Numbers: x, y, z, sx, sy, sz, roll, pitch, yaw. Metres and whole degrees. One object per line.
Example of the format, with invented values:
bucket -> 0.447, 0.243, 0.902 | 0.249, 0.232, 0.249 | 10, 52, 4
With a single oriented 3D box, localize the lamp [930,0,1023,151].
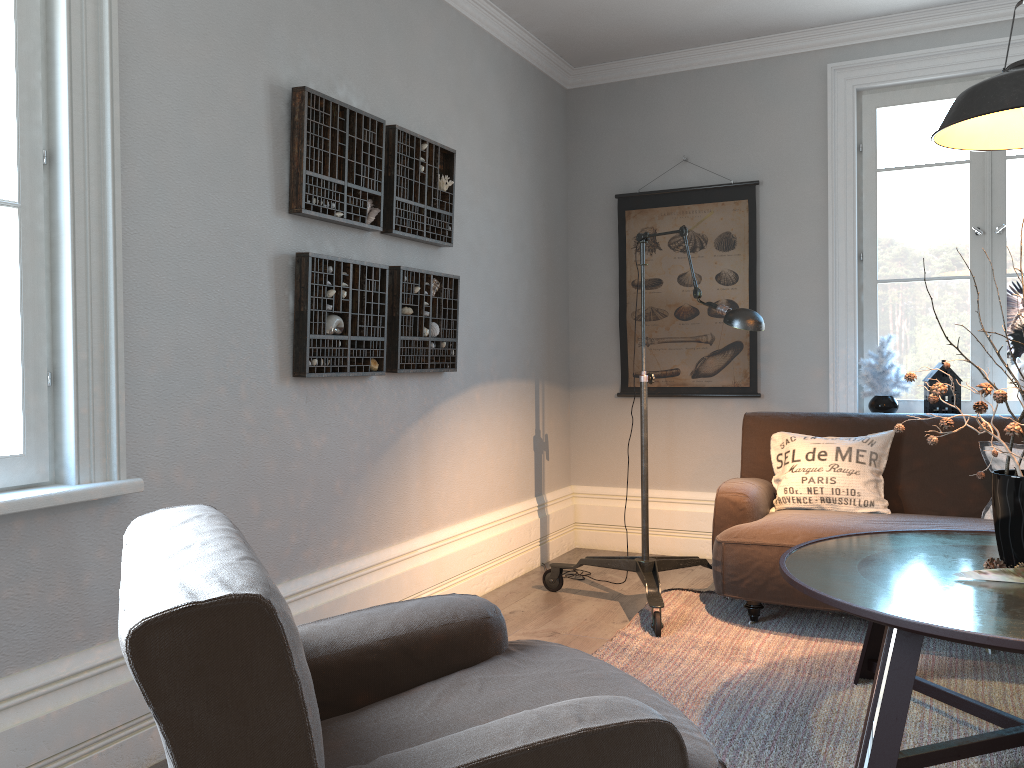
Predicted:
lamp -> 1.366, -1.206, 2.309 | 0.504, 1.076, 0.504 | -1, 1, -17

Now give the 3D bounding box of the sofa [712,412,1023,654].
sofa -> 1.925, 0.552, 3.442 | 2.165, 0.824, 0.969 | 0, 1, 26

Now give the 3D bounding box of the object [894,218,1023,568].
object -> 1.443, -0.024, 2.225 | 0.853, 1.066, 0.525 | -1, 1, -3

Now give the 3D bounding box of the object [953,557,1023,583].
object -> 1.357, 0.481, 2.248 | 0.404, 0.067, 0.153 | 1, 2, 43

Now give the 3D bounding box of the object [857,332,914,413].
object -> 1.810, -0.043, 4.356 | 0.247, 0.424, 0.263 | -1, 1, -28

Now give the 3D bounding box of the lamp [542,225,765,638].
lamp -> 0.594, 0.151, 4.117 | 0.797, 1.644, 1.864 | -1, 1, -27

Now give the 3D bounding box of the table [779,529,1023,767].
table -> 1.386, 0.755, 2.342 | 1.300, 0.503, 1.300 | 0, 1, 19

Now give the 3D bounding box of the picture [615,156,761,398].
picture -> 0.946, -0.584, 4.824 | 0.793, 1.313, 0.057 | 0, 1, 26

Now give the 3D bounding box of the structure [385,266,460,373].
structure -> -0.355, -0.255, 3.638 | 0.086, 0.416, 0.468 | 0, 1, 26

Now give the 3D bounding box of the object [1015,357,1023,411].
object -> 2.404, -0.034, 3.989 | 0.239, 0.410, 0.128 | 0, 1, 22

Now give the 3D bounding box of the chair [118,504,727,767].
chair -> -0.154, 0.632, 1.568 | 0.970, 0.795, 0.807 | -1, 1, -23

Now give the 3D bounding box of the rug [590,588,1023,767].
rug -> 1.430, 0.949, 2.365 | 2.818, 0.090, 2.400 | 0, 1, 26

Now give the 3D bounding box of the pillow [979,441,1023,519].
pillow -> 2.079, 0.394, 3.440 | 0.472, 0.347, 0.159 | 0, 1, 23

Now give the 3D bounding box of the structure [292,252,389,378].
structure -> -0.594, -0.234, 3.143 | 0.086, 0.416, 0.468 | 0, 1, 26

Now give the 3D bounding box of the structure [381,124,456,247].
structure -> -0.362, -0.791, 3.607 | 0.105, 0.416, 0.468 | 0, 1, 26

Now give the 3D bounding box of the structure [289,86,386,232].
structure -> -0.617, -0.776, 3.135 | 0.099, 0.416, 0.468 | 0, 1, 26

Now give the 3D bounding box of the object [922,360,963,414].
object -> 2.059, 0.028, 4.245 | 0.155, 0.284, 0.155 | 0, 1, 16

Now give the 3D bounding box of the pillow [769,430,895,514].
pillow -> 1.370, 0.382, 3.828 | 0.519, 0.368, 0.240 | 0, 1, 26
